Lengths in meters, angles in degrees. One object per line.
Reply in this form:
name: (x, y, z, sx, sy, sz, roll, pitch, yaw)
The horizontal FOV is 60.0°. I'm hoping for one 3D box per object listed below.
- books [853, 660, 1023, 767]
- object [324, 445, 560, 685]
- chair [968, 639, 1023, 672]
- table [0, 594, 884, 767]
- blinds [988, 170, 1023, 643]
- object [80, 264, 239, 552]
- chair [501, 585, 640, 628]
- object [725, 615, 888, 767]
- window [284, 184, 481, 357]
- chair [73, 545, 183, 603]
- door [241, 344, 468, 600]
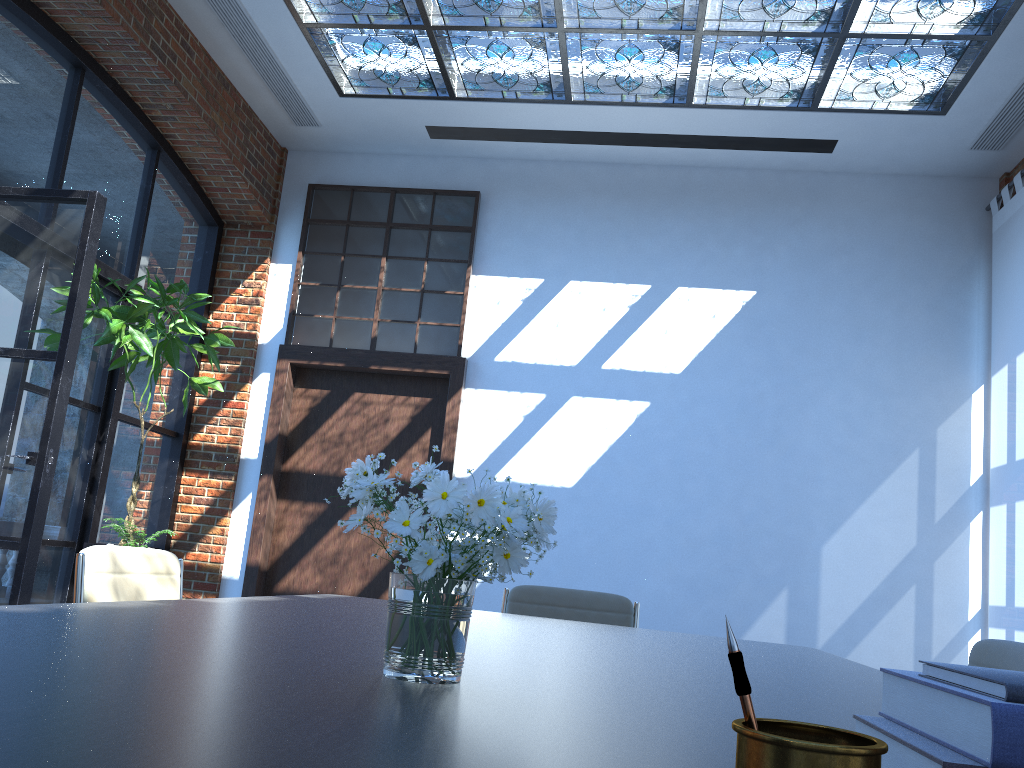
books: (0.455, 0.298, 0.710, 0.294, 0.114, 0.256, 5, -12, 7)
object: (-0.093, 0.254, 1.240, 0.329, 0.307, 0.338, 2, -12, 18)
chair: (0.909, 1.076, 2.204, 0.706, 0.917, 0.564, 4, -11, 12)
table: (-0.126, 0.783, 1.058, 1.809, 0.804, 4.538, 4, -12, 8)
blinds: (3.021, 0.442, 5.144, 0.039, 3.732, 1.228, 5, -10, 8)
object: (-2.161, 0.566, 5.065, 0.945, 2.474, 1.334, 5, -10, 8)
chair: (0.160, 1.218, 3.243, 0.560, 0.916, 0.711, 5, -11, 8)
object: (0.182, 0.220, 0.545, 0.091, 0.141, 0.092, 9, -11, -14)
window: (-0.955, -0.840, 6.565, 1.328, 1.283, 0.059, 4, -10, 8)
chair: (-0.858, 0.952, 2.489, 0.706, 0.917, 0.564, 4, -10, 8)
door: (-1.132, 0.964, 6.309, 1.399, 2.418, 0.202, 5, -10, 8)
